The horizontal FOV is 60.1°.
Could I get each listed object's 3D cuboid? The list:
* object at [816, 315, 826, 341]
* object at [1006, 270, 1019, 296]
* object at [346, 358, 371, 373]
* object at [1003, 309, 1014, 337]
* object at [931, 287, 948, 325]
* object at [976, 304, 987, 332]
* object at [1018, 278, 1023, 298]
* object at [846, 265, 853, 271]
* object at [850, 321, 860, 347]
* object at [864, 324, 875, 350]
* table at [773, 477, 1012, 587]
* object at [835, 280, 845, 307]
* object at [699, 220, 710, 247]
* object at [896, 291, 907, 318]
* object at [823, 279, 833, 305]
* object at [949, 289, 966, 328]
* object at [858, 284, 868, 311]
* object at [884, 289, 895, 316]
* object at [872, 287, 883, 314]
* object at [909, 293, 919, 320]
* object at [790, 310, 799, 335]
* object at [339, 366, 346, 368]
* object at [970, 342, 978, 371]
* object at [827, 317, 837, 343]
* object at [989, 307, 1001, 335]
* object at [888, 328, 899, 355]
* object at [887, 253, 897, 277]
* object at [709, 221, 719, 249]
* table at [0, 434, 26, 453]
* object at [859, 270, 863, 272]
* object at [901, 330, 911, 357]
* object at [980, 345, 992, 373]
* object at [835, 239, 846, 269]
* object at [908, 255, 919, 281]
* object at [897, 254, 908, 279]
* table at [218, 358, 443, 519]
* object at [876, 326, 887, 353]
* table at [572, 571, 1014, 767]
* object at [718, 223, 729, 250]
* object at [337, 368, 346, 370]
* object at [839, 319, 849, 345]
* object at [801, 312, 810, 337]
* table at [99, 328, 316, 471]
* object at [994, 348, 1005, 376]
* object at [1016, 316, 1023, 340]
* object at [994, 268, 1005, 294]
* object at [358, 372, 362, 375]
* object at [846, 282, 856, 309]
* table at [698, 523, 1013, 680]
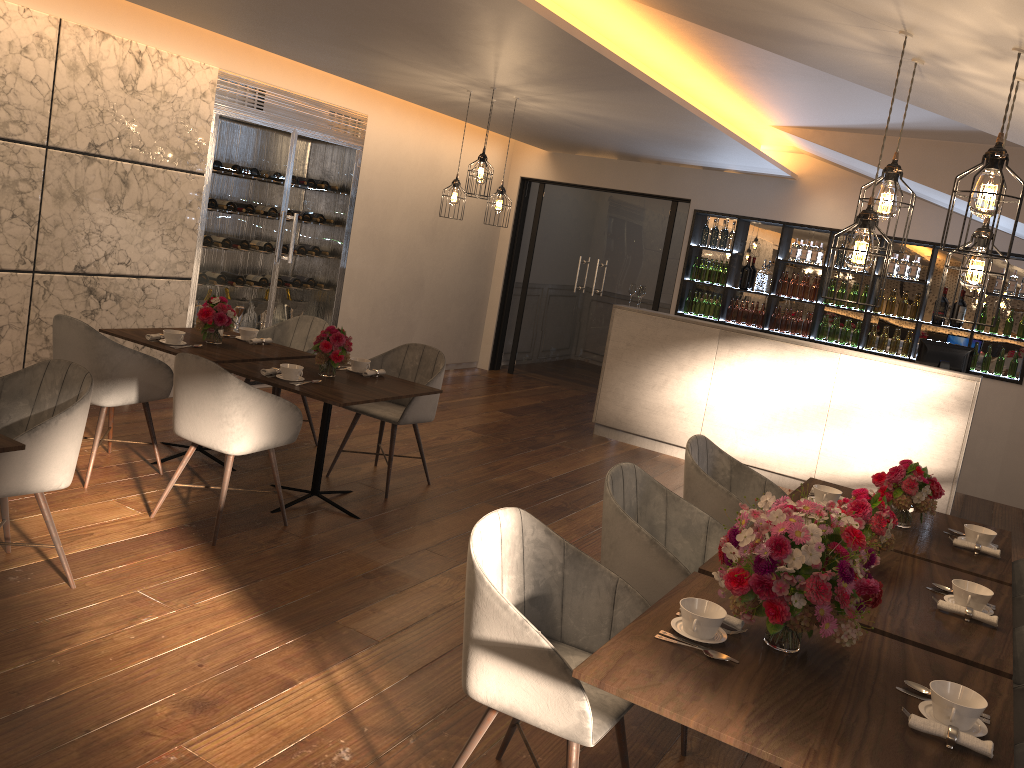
[{"bbox_3d":[3.100,-0.568,8.859,0.065,0.260,0.066,10,7,7],"label":"object"},{"bbox_3d":[4.534,-0.915,8.012,0.070,0.234,0.041,13,7,28],"label":"object"},{"bbox_3d":[-0.898,-0.107,5.216,0.148,0.072,0.149,2,12,-39],"label":"object"},{"bbox_3d":[4.528,-0.559,8.057,0.065,0.260,0.066,10,7,7],"label":"object"},{"bbox_3d":[4.025,-0.737,8.311,0.104,0.357,0.104,9,7,-10],"label":"object"},{"bbox_3d":[4.339,-0.610,8.162,0.065,0.262,0.066,10,7,7],"label":"object"},{"bbox_3d":[4.620,-0.893,7.964,0.070,0.234,0.041,13,7,28],"label":"object"},{"bbox_3d":[3.340,-1.270,8.676,0.075,0.308,0.075,15,8,39],"label":"object"},{"bbox_3d":[3.384,-0.493,8.701,0.065,0.260,0.066,10,7,7],"label":"object"},{"bbox_3d":[3.498,-0.463,8.638,0.065,0.260,0.066,10,7,7],"label":"object"},{"bbox_3d":[1.602,0.949,3.876,0.901,0.716,0.898,14,9,28],"label":"table"},{"bbox_3d":[3.255,-0.897,8.767,0.065,0.262,0.066,10,7,7],"label":"object"},{"bbox_3d":[2.054,-1.609,9.392,0.075,0.308,0.076,5,8,-36],"label":"object"},{"bbox_3d":[3.747,-0.766,8.492,0.065,0.260,0.066,10,7,7],"label":"object"},{"bbox_3d":[3.160,-0.921,8.819,0.065,0.260,0.066,10,7,7],"label":"object"},{"bbox_3d":[4.158,-0.703,8.233,0.103,0.357,0.105,5,8,-34],"label":"object"},{"bbox_3d":[3.444,-0.847,8.661,0.065,0.262,0.066,10,7,7],"label":"object"},{"bbox_3d":[3.653,-0.791,8.545,0.065,0.260,0.066,10,7,7],"label":"object"},{"bbox_3d":[3.558,-0.816,8.598,0.065,0.260,0.066,10,7,7],"label":"object"},{"bbox_3d":[3.842,-0.741,8.439,0.065,0.260,0.066,10,7,7],"label":"object"},{"bbox_3d":[2.876,-0.627,8.984,0.065,0.260,0.066,10,7,7],"label":"object"},{"bbox_3d":[-1.003,-0.102,5.253,0.043,0.015,0.197,15,11,31],"label":"object"},{"bbox_3d":[4.279,-0.257,8.202,0.065,0.262,0.066,10,7,7],"label":"object"},{"bbox_3d":[3.195,-0.543,8.807,0.065,0.260,0.066,10,7,7],"label":"object"},{"bbox_3d":[4.434,-0.584,8.110,0.065,0.260,0.066,10,7,7],"label":"object"},{"bbox_3d":[3.687,-0.413,8.532,0.065,0.260,0.066,10,7,7],"label":"object"},{"bbox_3d":[3.650,-1.149,8.505,0.070,0.234,0.041,13,7,28],"label":"object"},{"bbox_3d":[2.144,-1.585,9.342,0.075,0.308,0.076,7,7,-18],"label":"object"},{"bbox_3d":[-2.273,0.481,2.795,0.901,0.716,0.898,14,9,28],"label":"table"},{"bbox_3d":[3.429,-1.246,8.626,0.075,0.308,0.075,15,8,39],"label":"object"},{"bbox_3d":[3.782,-0.388,8.480,0.065,0.260,0.066,10,7,7],"label":"object"},{"bbox_3d":[4.374,-0.231,8.150,0.065,0.260,0.066,10,7,7],"label":"object"},{"bbox_3d":[3.250,-1.293,8.726,0.075,0.308,0.076,6,8,-29],"label":"object"},{"bbox_3d":[3.822,-1.104,8.409,0.070,0.234,0.041,13,7,28],"label":"object"},{"bbox_3d":[3.736,-1.126,8.457,0.070,0.234,0.041,13,7,28],"label":"object"},{"bbox_3d":[-1.060,0.316,4.955,0.901,0.716,0.898,14,9,28],"label":"table"},{"bbox_3d":[3.593,-0.438,8.585,0.065,0.260,0.066,10,7,7],"label":"object"},{"bbox_3d":[0.682,1.075,2.238,0.901,0.716,0.898,14,9,28],"label":"table"},{"bbox_3d":[2.233,-1.562,9.293,0.075,0.308,0.075,8,7,-15],"label":"object"},{"bbox_3d":[-0.984,-0.089,5.234,0.022,0.004,0.211,15,11,28],"label":"object"},{"bbox_3d":[3.289,-0.518,8.754,0.065,0.260,0.066,10,7,7],"label":"object"},{"bbox_3d":[2.971,-0.602,8.932,0.065,0.260,0.066,10,7,7],"label":"object"},{"bbox_3d":[-1.881,0.099,5.413,0.901,0.716,0.898,14,9,28],"label":"table"},{"bbox_3d":[4.469,-0.206,8.097,0.065,0.260,0.066,10,7,7],"label":"object"},{"bbox_3d":[4.623,-0.534,8.004,0.065,0.260,0.066,10,7,7],"label":"object"},{"bbox_3d":[4.448,-0.938,8.060,0.070,0.234,0.041,13,7,28],"label":"object"},{"bbox_3d":[-0.839,-0.065,5.173,0.025,0.024,0.193,14,10,28],"label":"object"},{"bbox_3d":[3.349,-0.872,8.714,0.065,0.262,0.066,10,7,7],"label":"object"},{"bbox_3d":[1.142,1.012,3.057,0.901,0.716,0.898,14,9,28],"label":"table"}]
